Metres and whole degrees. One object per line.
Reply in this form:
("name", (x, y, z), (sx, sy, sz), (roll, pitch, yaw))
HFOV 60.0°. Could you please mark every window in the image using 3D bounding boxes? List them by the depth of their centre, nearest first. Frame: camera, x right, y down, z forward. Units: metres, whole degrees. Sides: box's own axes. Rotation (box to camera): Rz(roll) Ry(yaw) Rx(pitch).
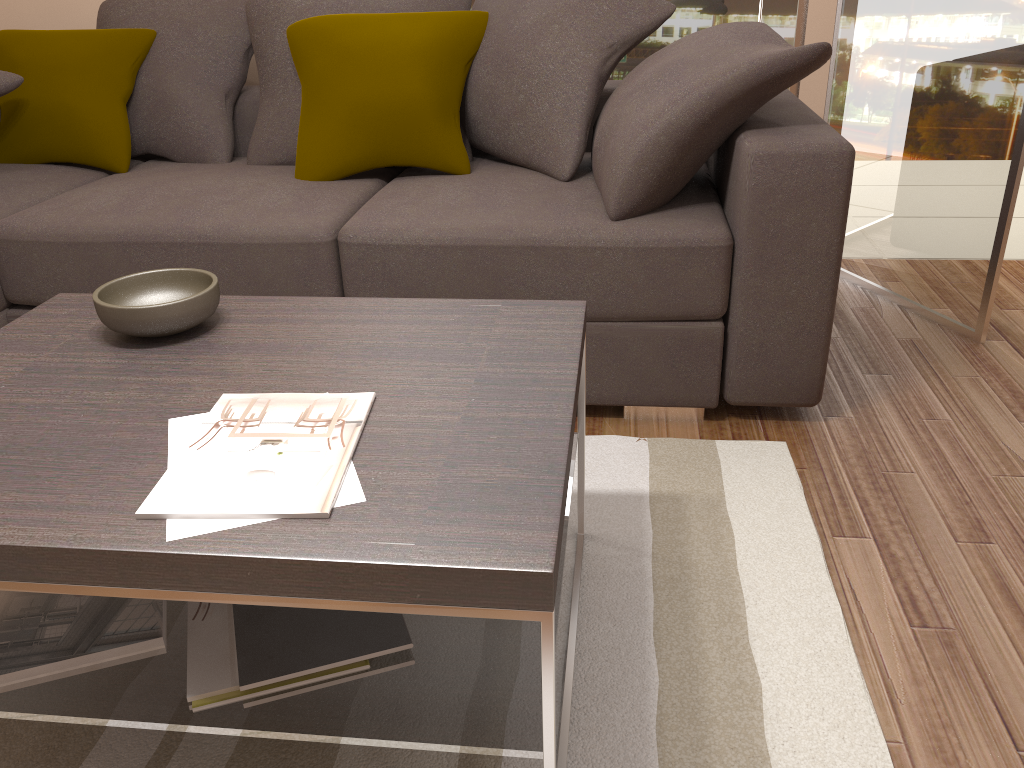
("window", (0.101, -1.638, 3.305), (1.983, 2.419, 0.020), (1, 26, 7))

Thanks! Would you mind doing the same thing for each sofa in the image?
("sofa", (-0.908, -0.389, 2.712), (3.565, 0.776, 1.906), (1, 26, 7))

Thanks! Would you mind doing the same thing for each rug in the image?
("rug", (-0.431, 0.512, 1.661), (2.122, 0.024, 1.791), (1, 26, 7))

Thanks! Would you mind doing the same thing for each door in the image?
("door", (1.320, -1.412, 2.756), (0.060, 2.419, 0.967), (-9, 27, -15))

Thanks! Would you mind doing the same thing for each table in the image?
("table", (-0.447, 0.258, 1.545), (1.110, 0.558, 0.856), (1, 26, 7))

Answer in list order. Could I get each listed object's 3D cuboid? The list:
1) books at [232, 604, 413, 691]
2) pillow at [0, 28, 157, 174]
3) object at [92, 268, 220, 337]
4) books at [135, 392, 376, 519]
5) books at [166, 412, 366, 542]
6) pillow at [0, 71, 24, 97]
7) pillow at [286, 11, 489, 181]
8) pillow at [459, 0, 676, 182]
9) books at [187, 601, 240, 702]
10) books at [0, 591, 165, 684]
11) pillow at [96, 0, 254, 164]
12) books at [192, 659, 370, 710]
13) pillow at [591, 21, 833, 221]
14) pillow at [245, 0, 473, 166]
("books", (-0.309, 0.328, 1.380), (0.241, 0.008, 0.332), (-10, 27, -16))
("pillow", (-1.573, -0.981, 3.111), (0.631, 0.486, 0.335), (3, 26, 9))
("object", (-0.656, -0.144, 1.656), (0.219, 0.081, 0.219), (4, 26, 11))
("books", (-0.338, 0.090, 1.237), (0.241, 0.010, 0.332), (-1, 26, 2))
("books", (-0.348, 0.103, 1.226), (0.241, 0.008, 0.332), (-10, 27, -16))
("pillow", (-1.997, -0.768, 2.667), (0.792, 0.415, 0.645), (4, 26, 12))
("pillow", (-0.375, -0.907, 2.814), (0.658, 0.492, 0.382), (-3, 26, -3))
("pillow", (0.081, -1.040, 2.796), (0.399, 0.635, 0.811), (-19, 30, -31))
("books", (-0.376, 0.342, 1.375), (0.241, 0.008, 0.332), (-9, 27, -15))
("books", (-0.710, 0.363, 1.365), (0.332, 0.026, 0.241), (-10, 27, -17))
("pillow", (-1.256, -1.107, 3.264), (0.787, 0.576, 0.431), (9, 28, 20))
("books", (-0.367, 0.356, 1.370), (0.241, 0.013, 0.332), (-10, 27, -16))
("pillow", (0.509, -0.757, 2.508), (0.560, 0.470, 0.749), (0, 26, 3))
("pillow", (-0.526, -1.052, 3.058), (0.783, 0.590, 0.459), (-1, 26, 2))
